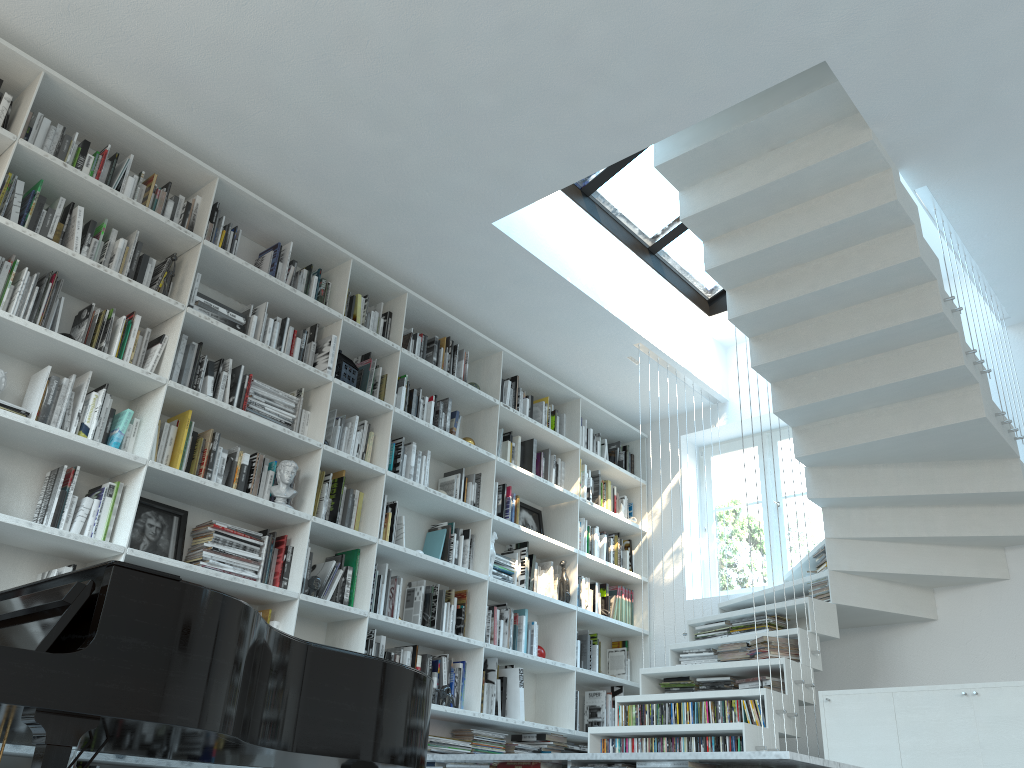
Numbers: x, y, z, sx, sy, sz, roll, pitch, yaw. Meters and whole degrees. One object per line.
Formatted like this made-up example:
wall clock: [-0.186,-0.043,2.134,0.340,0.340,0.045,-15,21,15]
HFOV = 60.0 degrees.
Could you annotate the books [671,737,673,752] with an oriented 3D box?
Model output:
books: [0.780,1.723,4.140,0.008,0.124,0.125,-18,-33,37]

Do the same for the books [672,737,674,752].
books: [0.785,1.721,4.135,0.008,0.124,0.125,-18,-33,37]

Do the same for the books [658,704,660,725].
books: [0.763,1.664,4.411,0.007,0.124,0.125,-18,-33,37]

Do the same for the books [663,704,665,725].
books: [0.785,1.657,4.393,0.008,0.124,0.125,-18,-33,37]

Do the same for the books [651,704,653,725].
books: [0.733,1.674,4.434,0.008,0.124,0.125,-18,-33,37]

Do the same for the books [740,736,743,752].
books: [1.048,1.633,3.929,0.013,0.125,0.125,-18,-33,37]

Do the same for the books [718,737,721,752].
books: [0.965,1.661,3.994,0.009,0.124,0.125,-18,-33,37]

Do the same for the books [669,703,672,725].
books: [0.813,1.647,4.371,0.009,0.124,0.125,-18,-33,37]

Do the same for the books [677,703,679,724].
books: [0.845,1.637,4.346,0.010,0.124,0.125,-18,-33,37]

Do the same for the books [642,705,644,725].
books: [0.695,1.687,4.464,0.010,0.124,0.125,-18,-33,37]

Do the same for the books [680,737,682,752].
books: [0.814,1.712,4.112,0.010,0.124,0.125,-18,-33,37]

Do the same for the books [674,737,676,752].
books: [0.791,1.719,4.131,0.007,0.124,0.125,-18,-33,37]

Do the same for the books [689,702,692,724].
books: [0.899,1.618,4.303,0.008,0.124,0.125,-18,-33,37]

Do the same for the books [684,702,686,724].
books: [0.876,1.626,4.321,0.008,0.124,0.125,-18,-33,37]

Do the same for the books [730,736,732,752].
books: [1.006,1.647,3.962,0.013,0.125,0.125,-18,-33,37]

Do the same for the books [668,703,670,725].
books: [0.807,1.649,4.376,0.010,0.124,0.125,-18,-33,37]

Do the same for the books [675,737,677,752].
books: [0.797,1.718,4.126,0.008,0.124,0.125,-18,-33,37]

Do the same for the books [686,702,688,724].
books: [0.883,1.624,4.316,0.008,0.124,0.125,-18,-33,37]

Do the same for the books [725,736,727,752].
books: [0.988,1.653,3.975,0.014,0.125,0.125,-18,-33,37]

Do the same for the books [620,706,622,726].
books: [0.593,1.721,4.544,0.009,0.124,0.125,-18,-33,37]

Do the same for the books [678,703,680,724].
books: [0.851,1.634,4.341,0.007,0.124,0.125,-18,-33,37]

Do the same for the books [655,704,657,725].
books: [0.751,1.668,4.420,0.008,0.124,0.125,-18,-33,37]

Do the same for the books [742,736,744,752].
books: [1.054,1.631,3.924,0.009,0.124,0.125,-18,-33,37]

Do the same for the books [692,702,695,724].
books: [0.911,1.614,4.294,0.008,0.124,0.125,-18,-33,37]

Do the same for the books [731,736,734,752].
books: [1.013,1.645,3.956,0.009,0.124,0.125,-18,-33,37]

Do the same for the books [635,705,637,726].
books: [0.662,1.698,4.490,0.007,0.124,0.125,-18,-33,37]

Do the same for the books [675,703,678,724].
books: [0.836,1.640,4.353,0.014,0.125,0.125,-18,-33,37]

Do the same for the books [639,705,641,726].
books: [0.679,1.692,4.476,0.008,0.124,0.125,-18,-33,37]

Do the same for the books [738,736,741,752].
books: [1.037,1.637,3.937,0.016,0.124,0.125,-18,-33,37]

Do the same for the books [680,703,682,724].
books: [0.857,1.632,4.336,0.007,0.124,0.125,-18,-33,37]

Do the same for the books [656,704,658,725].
books: [0.757,1.666,4.415,0.008,0.124,0.125,-18,-33,37]

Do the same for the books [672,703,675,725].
books: [0.827,1.642,4.360,0.010,0.124,0.125,-18,-33,37]

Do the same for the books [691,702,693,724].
books: [0.905,1.616,4.299,0.007,0.124,0.125,-18,-33,37]

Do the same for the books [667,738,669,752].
books: [0.762,1.729,4.153,0.008,0.124,0.125,-18,-33,37]

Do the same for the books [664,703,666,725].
books: [0.790,1.655,4.389,0.008,0.124,0.125,-18,-33,37]

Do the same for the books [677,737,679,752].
books: [0.803,1.715,4.121,0.008,0.124,0.125,-18,-33,37]

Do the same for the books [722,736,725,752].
books: [0.979,1.656,3.983,0.010,0.124,0.125,-18,-33,37]

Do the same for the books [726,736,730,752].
books: [0.997,1.650,3.969,0.010,0.124,0.125,-18,-33,37]

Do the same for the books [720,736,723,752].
books: [0.972,1.658,3.988,0.007,0.124,0.125,-18,-33,37]

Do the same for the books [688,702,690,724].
books: [0.894,1.620,4.308,0.008,0.124,0.125,-18,-33,37]

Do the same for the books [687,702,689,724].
books: [0.888,1.622,4.312,0.008,0.124,0.125,-18,-33,37]

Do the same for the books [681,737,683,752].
books: [0.821,1.709,4.107,0.008,0.124,0.125,-18,-33,37]

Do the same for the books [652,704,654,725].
books: [0.739,1.672,4.429,0.008,0.124,0.125,-18,-33,37]

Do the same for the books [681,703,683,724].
books: [0.863,1.630,4.332,0.007,0.124,0.125,-18,-33,37]

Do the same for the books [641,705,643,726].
books: [0.687,1.690,4.470,0.010,0.124,0.125,-18,-33,37]

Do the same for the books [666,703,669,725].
books: [0.798,1.652,4.383,0.012,0.125,0.125,-18,-33,37]

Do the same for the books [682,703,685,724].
books: [0.869,1.628,4.327,0.010,0.124,0.125,-18,-33,37]

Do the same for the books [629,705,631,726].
books: [0.635,1.707,4.511,0.010,0.124,0.125,-18,-33,37]

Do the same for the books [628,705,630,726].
books: [0.628,1.710,4.517,0.008,0.124,0.125,-18,-33,37]

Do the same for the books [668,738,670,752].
books: [0.769,1.727,4.148,0.008,0.124,0.125,-18,-33,37]

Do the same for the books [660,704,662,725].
books: [0.774,1.660,4.402,0.007,0.124,0.125,-18,-33,37]

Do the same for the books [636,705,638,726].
books: [0.667,1.696,4.486,0.007,0.124,0.125,-18,-33,37]

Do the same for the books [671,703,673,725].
books: [0.820,1.645,4.365,0.007,0.124,0.125,-18,-33,37]

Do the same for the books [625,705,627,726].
books: [0.616,1.714,4.526,0.009,0.124,0.125,-18,-33,37]

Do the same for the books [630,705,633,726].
books: [0.641,1.705,4.506,0.012,0.125,0.125,-18,-33,37]

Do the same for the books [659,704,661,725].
books: [0.769,1.662,4.406,0.007,0.124,0.125,-18,-33,37]

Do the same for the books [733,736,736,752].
books: [1.021,1.642,3.950,0.011,0.124,0.125,-18,-33,37]

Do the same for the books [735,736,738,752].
books: [1.028,1.640,3.944,0.009,0.124,0.125,-18,-33,37]
